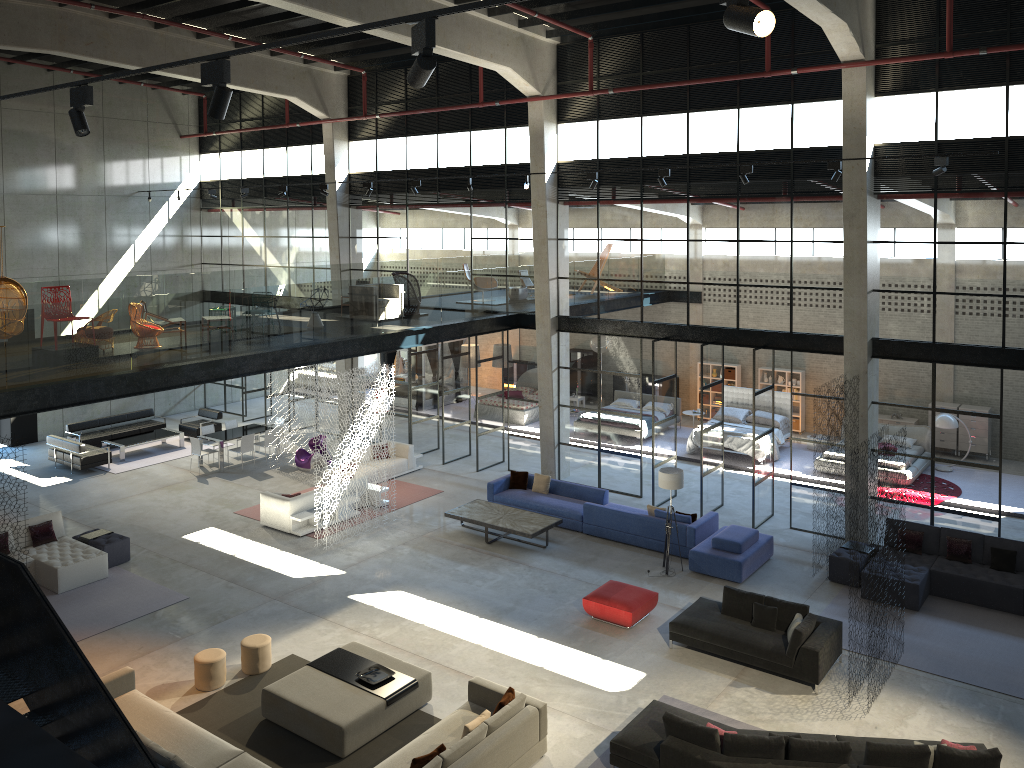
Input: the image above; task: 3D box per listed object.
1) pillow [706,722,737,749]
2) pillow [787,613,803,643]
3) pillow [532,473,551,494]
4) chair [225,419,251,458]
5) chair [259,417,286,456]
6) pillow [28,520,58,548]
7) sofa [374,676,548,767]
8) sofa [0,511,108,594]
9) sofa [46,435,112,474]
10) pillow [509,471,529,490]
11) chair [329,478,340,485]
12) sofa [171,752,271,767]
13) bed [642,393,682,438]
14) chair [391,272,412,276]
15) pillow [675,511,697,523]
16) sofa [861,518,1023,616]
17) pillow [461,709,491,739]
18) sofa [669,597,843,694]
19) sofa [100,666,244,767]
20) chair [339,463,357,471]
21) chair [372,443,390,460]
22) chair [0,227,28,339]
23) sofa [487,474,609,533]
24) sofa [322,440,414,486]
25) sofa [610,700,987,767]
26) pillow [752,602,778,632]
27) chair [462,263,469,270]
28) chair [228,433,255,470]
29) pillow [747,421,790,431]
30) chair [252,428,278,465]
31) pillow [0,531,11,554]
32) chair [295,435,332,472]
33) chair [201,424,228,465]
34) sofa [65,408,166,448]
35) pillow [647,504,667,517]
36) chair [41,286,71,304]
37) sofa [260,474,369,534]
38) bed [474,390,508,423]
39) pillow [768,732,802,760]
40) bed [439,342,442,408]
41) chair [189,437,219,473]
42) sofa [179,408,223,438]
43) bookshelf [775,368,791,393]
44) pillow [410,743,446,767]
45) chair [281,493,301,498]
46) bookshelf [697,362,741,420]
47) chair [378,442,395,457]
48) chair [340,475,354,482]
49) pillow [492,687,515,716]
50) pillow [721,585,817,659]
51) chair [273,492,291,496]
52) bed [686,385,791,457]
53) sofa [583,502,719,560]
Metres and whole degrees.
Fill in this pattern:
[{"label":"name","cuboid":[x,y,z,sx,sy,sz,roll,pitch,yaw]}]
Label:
[{"label":"pillow","cuboid":[2.218,3.746,9.236,0.342,0.306,0.200,4,6,32]},{"label":"pillow","cuboid":[3.796,3.274,11.755,0.208,0.313,0.345,1,7,15]},{"label":"pillow","cuboid":[0.611,2.081,18.268,0.403,0.379,0.208,5,7,37]},{"label":"chair","cuboid":[-7.130,1.413,22.778,0.547,0.864,0.423,3,5,37]},{"label":"chair","cuboid":[-6.269,1.369,22.976,0.421,0.864,0.549,3,6,36]},{"label":"pillow","cuboid":[-8.248,2.634,15.434,0.236,0.342,0.417,3,8,35]},{"label":"sofa","cuboid":[-0.705,3.959,9.304,1.058,0.715,2.359,5,11,36]},{"label":"sofa","cuboid":[-8.749,3.107,13.777,1.833,0.861,4.193,6,12,36]},{"label":"sofa","cuboid":[-10.734,1.683,21.768,1.659,0.752,0.828,6,10,36]},{"label":"pillow","cuboid":[0.147,2.035,18.560,0.398,0.369,0.262,1,5,15]},{"label":"chair","cuboid":[-3.739,2.140,18.227,0.269,0.315,0.397,2,8,23]},{"label":"sofa","cuboid":[-2.243,4.150,8.341,2.346,0.716,1.064,7,11,36]},{"label":"bed","cuboid":[3.277,0.900,24.617,2.266,0.861,2.419,7,12,36]},{"label":"chair","cuboid":[-2.505,-2.145,20.791,0.687,0.979,0.837,0,6,7]},{"label":"pillow","cuboid":[3.170,2.496,15.973,0.398,0.369,0.262,1,5,15]},{"label":"sofa","cuboid":[7.663,3.069,13.334,4.169,0.862,1.843,7,12,36]},{"label":"pillow","cuboid":[-0.408,3.747,9.404,0.208,0.378,0.405,3,7,37]},{"label":"sofa","cuboid":[3.353,3.473,12.150,2.116,0.557,1.092,7,12,37]},{"label":"sofa","cuboid":[-4.109,3.905,9.724,2.346,0.716,1.064,7,11,36]},{"label":"chair","cuboid":[-3.734,1.880,20.013,0.415,0.107,0.412,-2,10,-7]},{"label":"chair","cuboid":[-3.130,1.626,20.951,0.411,0.333,0.259,-3,6,-20]},{"label":"chair","cuboid":[-8.015,-1.588,13.794,0.638,1.764,0.603,0,3,11]},{"label":"sofa","cuboid":[0.721,2.384,17.980,2.346,0.599,1.064,7,11,36]},{"label":"sofa","cuboid":[-3.338,1.902,20.545,0.946,0.662,2.168,5,11,36]},{"label":"sofa","cuboid":[3.086,4.015,9.254,4.068,0.558,1.490,2,10,15]},{"label":"pillow","cuboid":[3.491,3.212,12.122,0.344,0.305,0.189,4,7,34]},{"label":"chair","cuboid":[-0.817,-2.808,24.161,0.978,1.020,0.799,-3,6,-25]},{"label":"chair","cuboid":[-6.627,1.641,21.534,0.547,0.864,0.423,3,5,37]},{"label":"pillow","cuboid":[6.663,0.978,22.770,0.964,0.328,0.722,7,12,37]},{"label":"chair","cuboid":[-6.210,1.533,22.096,0.547,0.864,0.423,3,5,37]},{"label":"pillow","cuboid":[-8.700,2.737,14.839,0.193,0.374,0.410,3,7,36]},{"label":"chair","cuboid":[-4.874,1.682,21.569,0.658,0.742,0.804,4,8,36]},{"label":"chair","cuboid":[-7.547,1.521,22.216,0.547,0.864,0.423,3,5,37]},{"label":"sofa","cuboid":[-10.727,1.286,23.891,0.824,0.750,2.477,5,11,36]},{"label":"pillow","cuboid":[2.706,2.441,16.264,0.403,0.379,0.208,5,7,37]},{"label":"chair","cuboid":[-7.386,-1.112,14.501,0.663,0.974,0.650,3,6,36]},{"label":"sofa","cuboid":[-4.026,2.380,18.012,0.952,0.664,2.159,5,11,36]},{"label":"bed","cuboid":[0.285,0.301,26.844,2.039,1.269,2.363,6,11,36]},{"label":"pillow","cuboid":[2.828,3.765,9.097,0.355,0.318,0.199,0,5,5]},{"label":"bed","cuboid":[-2.954,-0.448,28.839,2.257,2.063,2.334,5,9,36]},{"label":"chair","cuboid":[-7.488,1.685,21.335,0.421,0.864,0.549,3,6,36]},{"label":"sofa","cuboid":[-8.696,1.155,24.512,0.955,0.753,0.828,5,9,36]},{"label":"bookshelf","cuboid":[7.658,0.458,24.929,1.244,1.745,0.332,3,4,37]},{"label":"pillow","cuboid":[-0.871,3.852,8.864,0.413,0.355,0.270,-7,8,-43]},{"label":"chair","cuboid":[-4.358,2.304,17.416,0.402,0.333,0.285,-1,6,-8]},{"label":"bookshelf","cuboid":[6.142,0.263,26.043,1.244,1.745,0.332,3,4,37]},{"label":"chair","cuboid":[-3.028,1.591,21.128,0.381,0.335,0.256,-3,6,-20]},{"label":"chair","cuboid":[-3.530,2.097,18.447,0.269,0.319,0.399,4,9,38]},{"label":"pillow","cuboid":[-0.116,3.662,9.868,0.259,0.368,0.404,1,7,15]},{"label":"pillow","cuboid":[3.625,3.204,12.067,0.744,0.414,1.601,-4,11,-24]},{"label":"chair","cuboid":[-4.563,2.281,17.596,0.390,0.269,0.322,1,7,12]},{"label":"bed","cuboid":[5.857,1.015,22.495,2.228,1.406,2.339,5,10,35]},{"label":"sofa","cuboid":[2.599,2.575,16.570,2.346,0.716,1.064,7,11,36]}]
